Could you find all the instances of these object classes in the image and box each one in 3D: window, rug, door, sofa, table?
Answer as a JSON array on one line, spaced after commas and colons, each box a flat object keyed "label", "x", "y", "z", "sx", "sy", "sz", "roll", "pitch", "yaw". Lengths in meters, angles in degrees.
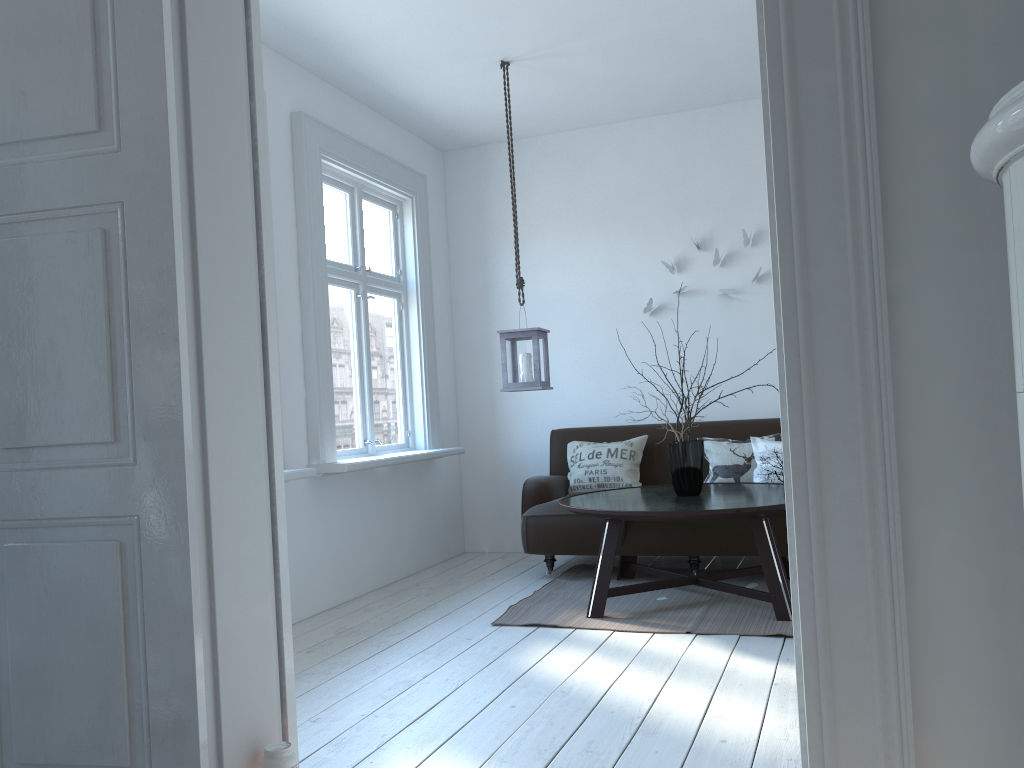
[{"label": "window", "x": -6.347, "y": -1.115, "z": 29.483, "sx": 27.765, "sy": 15.016, "sz": 51.286, "roll": -4, "pitch": -2, "yaw": 20}, {"label": "rug", "x": 0.914, "y": 1.020, "z": 4.370, "sx": 1.711, "sy": 0.055, "sz": 1.456, "roll": -4, "pitch": -2, "yaw": 21}, {"label": "door", "x": -0.094, "y": -0.227, "z": 1.946, "sx": 2.599, "sy": 2.504, "sz": 0.577, "roll": -4, "pitch": -1, "yaw": 21}, {"label": "sofa", "x": 1.165, "y": 0.632, "z": 5.088, "sx": 2.166, "sy": 0.824, "sz": 0.968, "roll": -4, "pitch": -2, "yaw": 21}, {"label": "window", "x": -1.385, "y": -0.466, "z": 3.512, "sx": 0.375, "sy": 1.845, "sz": 1.456, "roll": -3, "pitch": -1, "yaw": 20}, {"label": "table", "x": 0.892, "y": 0.796, "z": 4.349, "sx": 1.300, "sy": 0.503, "sz": 1.300, "roll": -4, "pitch": -2, "yaw": 11}]

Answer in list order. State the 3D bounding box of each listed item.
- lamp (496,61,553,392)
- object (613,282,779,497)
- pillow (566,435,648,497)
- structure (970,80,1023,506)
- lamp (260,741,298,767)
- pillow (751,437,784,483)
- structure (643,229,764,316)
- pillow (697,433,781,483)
[{"label": "lamp", "x": 0.030, "y": -0.845, "z": 4.694, "sx": 0.228, "sy": 1.761, "sz": 0.228, "roll": -3, "pitch": -1, "yaw": 17}, {"label": "object", "x": 0.927, "y": 0.009, "z": 4.263, "sx": 0.845, "sy": 1.065, "sz": 0.525, "roll": -3, "pitch": -1, "yaw": -9}, {"label": "pillow", "x": 0.571, "y": 0.508, "z": 5.426, "sx": 0.519, "sy": 0.367, "sz": 0.239, "roll": -4, "pitch": -1, "yaw": 20}, {"label": "structure", "x": 0.816, "y": -0.387, "z": 1.024, "sx": 1.247, "sy": 2.827, "sz": 0.801, "roll": -3, "pitch": -1, "yaw": -24}, {"label": "lamp", "x": -0.564, "y": 0.964, "z": 2.156, "sx": 0.089, "sy": 0.166, "sz": 0.089, "roll": -4, "pitch": -1, "yaw": 20}, {"label": "pillow", "x": 1.557, "y": 0.440, "z": 4.932, "sx": 0.471, "sy": 0.309, "sz": 0.188, "roll": -4, "pitch": -1, "yaw": 21}, {"label": "structure", "x": 1.309, "y": -0.707, "z": 5.520, "sx": 1.025, "sy": 0.478, "sz": 0.085, "roll": -4, "pitch": -1, "yaw": 21}, {"label": "pillow", "x": 1.311, "y": 0.468, "z": 5.105, "sx": 0.473, "sy": 0.347, "sz": 0.158, "roll": -4, "pitch": -1, "yaw": 19}]
